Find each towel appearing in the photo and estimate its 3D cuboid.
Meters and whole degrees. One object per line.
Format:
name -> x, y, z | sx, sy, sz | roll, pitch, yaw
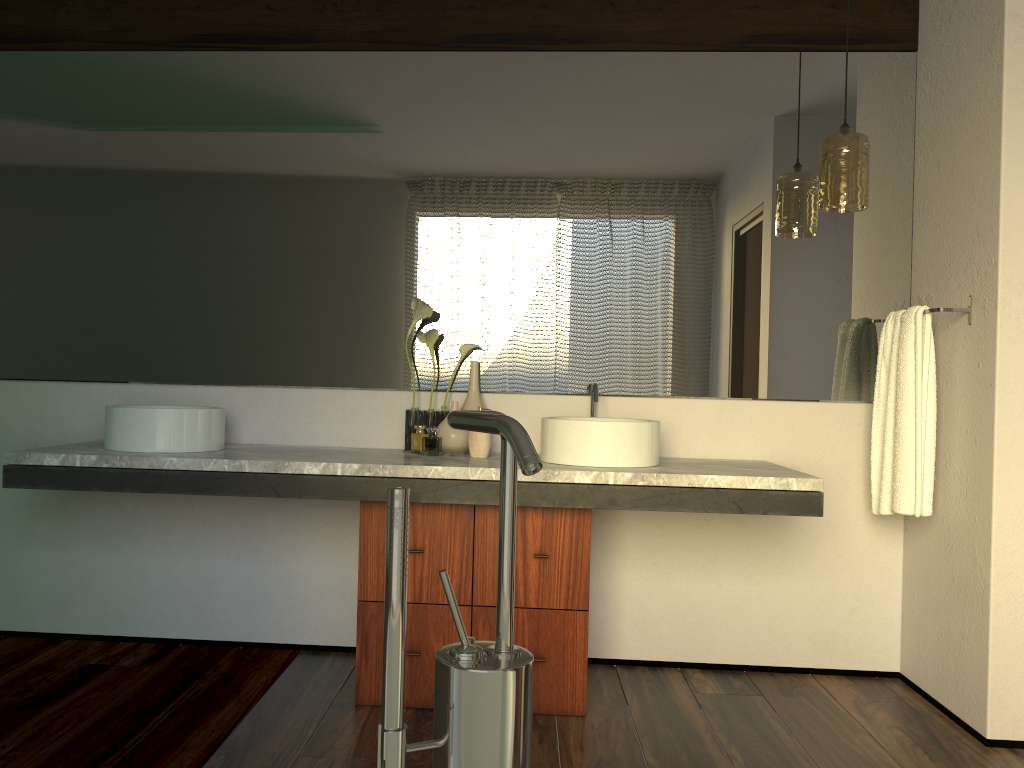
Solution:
towel -> 1.180, 0.088, 2.670 | 0.164, 0.636, 0.253 | 1, 0, 20

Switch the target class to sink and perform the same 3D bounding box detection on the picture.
sink -> -1.086, 0.137, 2.777 | 0.359, 0.131, 0.355 | 1, 0, 5
sink -> 0.266, 0.172, 2.687 | 0.352, 0.131, 0.363 | 2, 0, -20

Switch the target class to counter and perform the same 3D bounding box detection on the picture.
counter -> -0.300, 0.273, 2.711 | 2.266, 0.101, 0.585 | 1, 0, 4

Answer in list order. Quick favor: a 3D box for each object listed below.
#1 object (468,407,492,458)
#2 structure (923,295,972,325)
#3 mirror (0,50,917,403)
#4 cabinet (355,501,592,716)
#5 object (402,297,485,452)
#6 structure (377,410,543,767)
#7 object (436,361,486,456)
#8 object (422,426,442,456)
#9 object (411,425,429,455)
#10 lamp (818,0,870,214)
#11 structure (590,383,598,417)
object -> -0.100, 0.149, 2.750 | 0.070, 0.158, 0.071 | 2, 0, -15
structure -> 1.249, -0.209, 2.677 | 0.102, 0.088, 0.368 | 2, 0, 1
mirror -> -0.733, -0.563, 3.029 | 4.092, 1.152, 0.017 | 1, 0, 4
cabinet -> -0.109, 0.625, 2.734 | 0.661, 0.599, 0.511 | 1, 0, 3
object -> -0.230, -0.026, 2.905 | 0.240, 0.504, 0.191 | 2, 0, -19
structure -> 0.002, 0.476, 0.892 | 0.251, 0.897, 0.269 | 1, 0, 42
object -> -0.155, 0.076, 2.868 | 0.123, 0.305, 0.235 | 1, 0, 28
object -> -0.249, 0.177, 2.761 | 0.058, 0.090, 0.038 | 1, 0, 13
object -> -0.292, 0.178, 2.823 | 0.038, 0.092, 0.067 | 2, 0, -38
lamp -> 1.010, -0.961, 2.671 | 0.142, 0.867, 0.135 | 1, 0, 45
structure -> 0.242, 0.117, 2.853 | 0.066, 0.242, 0.164 | 1, 0, 5
